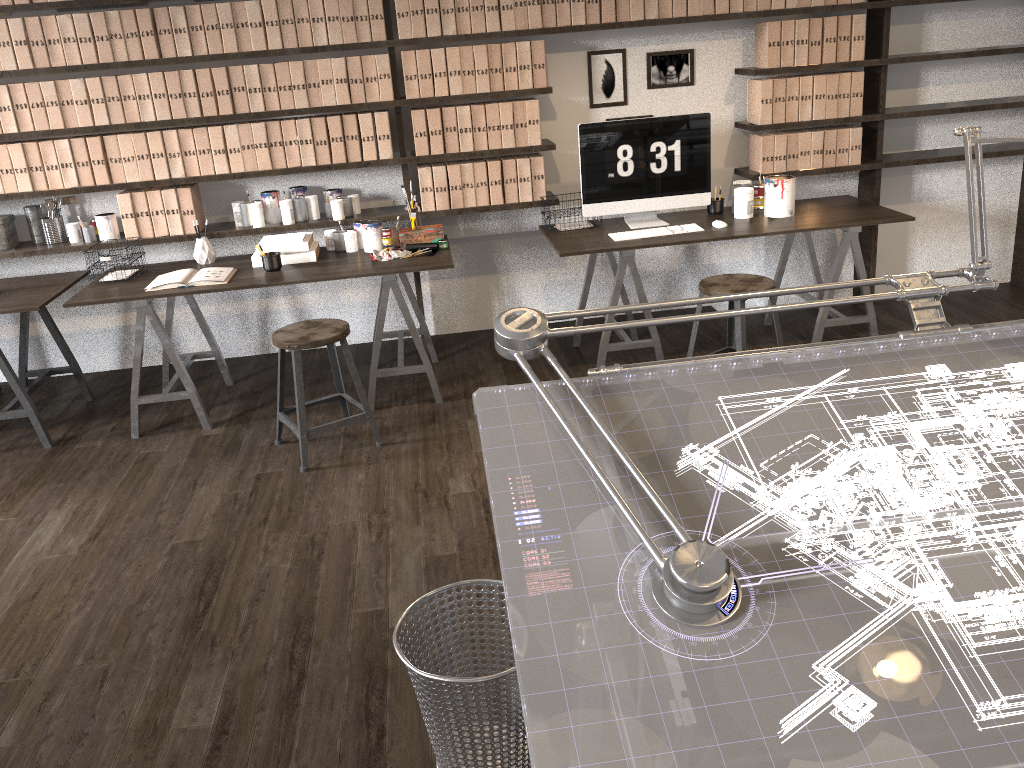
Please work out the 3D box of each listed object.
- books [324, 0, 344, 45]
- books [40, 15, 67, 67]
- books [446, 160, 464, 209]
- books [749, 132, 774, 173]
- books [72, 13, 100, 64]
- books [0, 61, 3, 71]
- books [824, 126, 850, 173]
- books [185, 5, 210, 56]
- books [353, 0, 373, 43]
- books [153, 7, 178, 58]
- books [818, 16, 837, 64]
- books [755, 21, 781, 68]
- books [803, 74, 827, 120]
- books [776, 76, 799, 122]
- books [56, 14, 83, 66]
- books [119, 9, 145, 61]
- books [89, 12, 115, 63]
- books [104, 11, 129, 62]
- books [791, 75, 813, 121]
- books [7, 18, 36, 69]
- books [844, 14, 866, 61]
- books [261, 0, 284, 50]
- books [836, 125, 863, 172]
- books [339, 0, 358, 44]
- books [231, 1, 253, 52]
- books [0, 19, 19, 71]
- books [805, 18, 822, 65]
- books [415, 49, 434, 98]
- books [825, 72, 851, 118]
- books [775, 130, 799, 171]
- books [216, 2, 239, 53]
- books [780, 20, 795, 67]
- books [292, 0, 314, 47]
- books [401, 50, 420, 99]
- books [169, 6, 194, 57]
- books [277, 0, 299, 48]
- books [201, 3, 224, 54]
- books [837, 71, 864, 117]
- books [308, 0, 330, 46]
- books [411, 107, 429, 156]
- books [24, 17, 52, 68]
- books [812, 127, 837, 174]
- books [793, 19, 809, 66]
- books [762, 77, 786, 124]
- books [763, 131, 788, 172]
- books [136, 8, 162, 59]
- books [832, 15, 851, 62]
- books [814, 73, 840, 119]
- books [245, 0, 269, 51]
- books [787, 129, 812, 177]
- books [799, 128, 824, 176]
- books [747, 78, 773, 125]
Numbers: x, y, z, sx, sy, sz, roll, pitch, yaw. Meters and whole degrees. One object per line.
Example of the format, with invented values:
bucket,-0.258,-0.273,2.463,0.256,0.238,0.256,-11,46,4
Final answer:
books,-0.837,-1.717,4.189,0.067,0.222,0.177,-6,20,-5
books,-2.083,-1.577,4.085,0.067,0.222,0.177,-6,20,-5
books,-0.290,-1.009,4.497,0.067,0.222,0.177,-6,20,-5
books,1.309,-1.195,4.645,0.067,0.222,0.177,-6,20,-5
books,-1.941,-1.590,4.091,0.067,0.222,0.177,-6,20,-5
books,-2.355,-1.545,4.059,0.067,0.222,0.177,-6,20,-5
books,1.708,-1.241,4.681,0.067,0.222,0.177,-6,20,-5
books,-1.454,-1.648,4.140,0.067,0.222,0.177,-6,20,-5
books,-0.709,-1.733,4.204,0.067,0.222,0.177,-6,20,-5
books,-1.595,-1.632,4.128,0.067,0.222,0.177,-6,20,-5
books,1.575,-1.740,4.490,0.067,0.222,0.177,-6,20,-5
books,1.289,-1.709,4.469,0.067,0.222,0.177,-6,20,-5
books,1.553,-1.480,4.573,0.067,0.222,0.177,-6,20,-5
books,1.411,-1.466,4.567,0.067,0.222,0.177,-6,20,-5
books,-2.013,-1.583,4.088,0.067,0.222,0.177,-6,20,-5
books,-1.743,-1.615,4.115,0.067,0.222,0.177,-6,20,-5
books,-1.869,-1.598,4.097,0.067,0.222,0.177,-6,20,-5
books,-1.807,-1.607,4.107,0.067,0.222,0.177,-6,20,-5
books,1.481,-1.473,4.570,0.067,0.222,0.177,-6,20,-5
books,-2.220,-1.559,4.068,0.067,0.222,0.177,-6,20,-5
books,1.723,-1.758,4.506,0.067,0.222,0.177,-6,20,-5
books,-1.117,-1.685,4.166,0.067,0.222,0.177,-6,20,-5
books,1.774,-1.246,4.680,0.067,0.222,0.177,-6,20,-5
books,-0.771,-1.724,4.195,0.067,0.222,0.177,-6,20,-5
books,-1.251,-1.671,4.157,0.067,0.222,0.177,-6,20,-5
books,-2.293,-1.551,4.063,0.067,0.222,0.177,-6,20,-5
books,1.500,-1.734,4.488,0.067,0.222,0.177,-6,20,-5
books,-0.425,-1.512,4.316,0.067,0.222,0.177,-6,20,-5
books,1.680,-1.496,4.588,0.067,0.222,0.177,-6,20,-5
books,1.442,-1.210,4.655,0.067,0.222,0.177,-6,20,-5
books,-1.317,-1.662,4.147,0.067,0.222,0.177,-6,20,-5
books,1.359,-1.717,4.475,0.067,0.222,0.177,-6,20,-5
books,-0.979,-1.703,4.183,0.067,0.222,0.177,-6,20,-5
books,-0.494,-1.505,4.312,0.067,0.222,0.177,-6,20,-5
books,-1.524,-1.639,4.130,0.067,0.222,0.177,-6,20,-5
books,-1.047,-1.695,4.175,0.067,0.222,0.177,-6,20,-5
books,-1.384,-1.656,4.146,0.067,0.222,0.177,-6,20,-5
books,1.750,-1.505,4.596,0.067,0.222,0.177,-6,20,-5
books,-0.909,-1.710,4.186,0.067,0.222,0.177,-6,20,-5
books,-0.457,-1.252,4.401,0.067,0.222,0.177,-6,20,-5
books,-2.151,-1.568,4.077,0.067,0.222,0.177,-6,20,-5
books,1.640,-1.233,4.673,0.067,0.222,0.177,-6,20,-5
books,1.430,-1.724,4.478,0.067,0.222,0.177,-6,20,-5
books,1.342,-1.458,4.559,0.067,0.222,0.177,-6,20,-5
books,1.377,-1.200,4.645,0.067,0.222,0.177,-6,20,-5
books,-1.668,-1.622,4.116,0.067,0.222,0.177,-6,20,-5
books,1.647,-1.751,4.501,0.067,0.222,0.177,-6,20,-5
books,1.618,-1.487,4.579,0.067,0.222,0.177,-6,20,-5
books,-1.189,-1.678,4.161,0.067,0.222,0.177,-6,20,-5
books,1.504,-1.216,4.659,0.067,0.222,0.177,-6,20,-5
books,1.571,-1.223,4.663,0.067,0.222,0.177,-6,20,-5
books,1.273,-1.448,4.550,0.067,0.222,0.177,-6,20,-5
